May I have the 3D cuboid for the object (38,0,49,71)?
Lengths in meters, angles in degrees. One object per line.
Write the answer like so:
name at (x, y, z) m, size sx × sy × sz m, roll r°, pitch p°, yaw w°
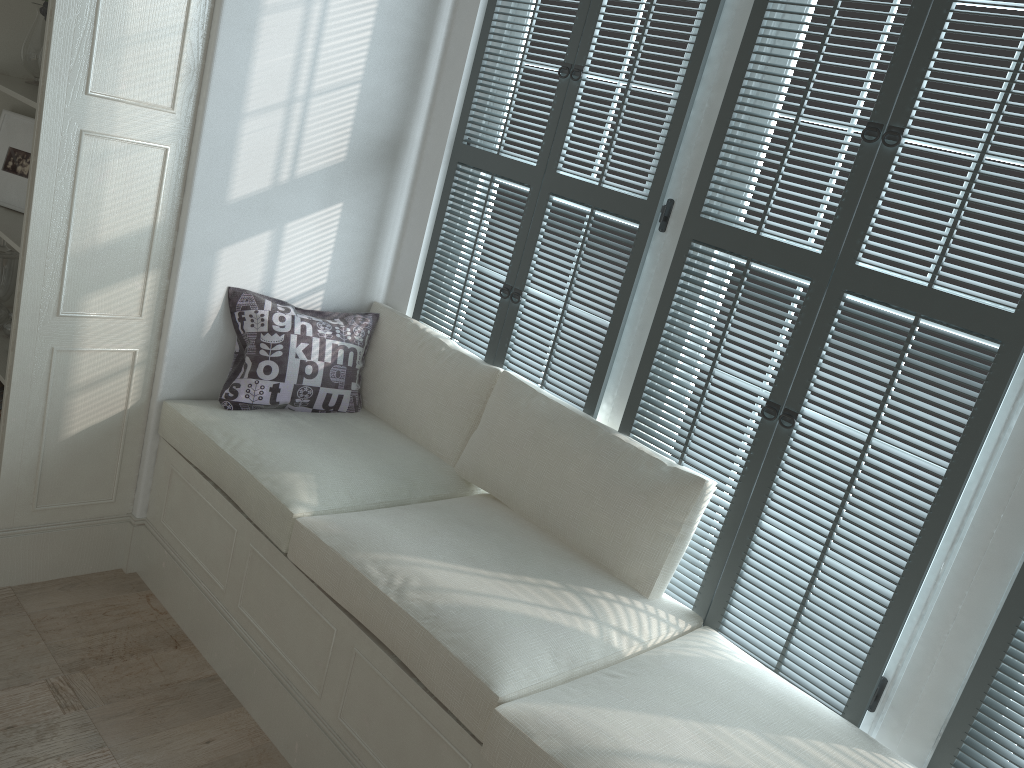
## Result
object at (-1.425, -1.101, 2.802) m, size 0.166 × 0.355 × 0.206 m, roll 13°, pitch 16°, yaw -9°

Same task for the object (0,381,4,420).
object at (-1.677, 0.101, 2.955) m, size 0.290 × 0.297 × 0.475 m, roll -1°, pitch 23°, yaw -46°

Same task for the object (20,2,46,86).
object at (-1.543, -1.107, 2.904) m, size 0.110 × 0.251 × 0.110 m, roll 19°, pitch 16°, yaw 13°

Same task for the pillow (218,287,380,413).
pillow at (-0.679, -0.075, 2.900) m, size 0.550 × 0.398 × 0.229 m, roll 5°, pitch 19°, yaw -35°

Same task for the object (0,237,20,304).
object at (-1.795, -0.394, 3.108) m, size 0.129 × 0.315 × 0.129 m, roll 1°, pitch 21°, yaw -42°

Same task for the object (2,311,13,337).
object at (-1.677, -0.201, 2.975) m, size 0.056 × 0.090 × 0.056 m, roll 11°, pitch 16°, yaw -17°

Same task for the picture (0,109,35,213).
picture at (-1.632, -0.737, 2.956) m, size 0.231 × 0.300 × 0.127 m, roll 19°, pitch 16°, yaw 11°

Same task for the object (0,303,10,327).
object at (-1.768, -0.288, 2.985) m, size 0.148 × 0.200 × 0.148 m, roll 18°, pitch 16°, yaw 9°

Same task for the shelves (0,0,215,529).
shelves at (-1.365, -0.919, 2.690) m, size 0.399 × 2.523 × 0.972 m, roll -1°, pitch 23°, yaw -46°

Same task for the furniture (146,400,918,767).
furniture at (0.204, 0.794, 2.064) m, size 0.837 × 0.459 × 3.150 m, roll -1°, pitch 23°, yaw -46°

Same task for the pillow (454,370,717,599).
pillow at (0.171, 0.264, 2.506) m, size 0.193 × 0.360 × 0.787 m, roll -1°, pitch 22°, yaw -46°

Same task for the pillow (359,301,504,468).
pillow at (-0.320, -0.003, 2.977) m, size 0.187 × 0.360 × 0.695 m, roll -1°, pitch 22°, yaw -46°

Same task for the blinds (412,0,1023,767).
blinds at (0.811, -0.287, 2.053) m, size 0.141 × 2.238 × 3.076 m, roll -1°, pitch 23°, yaw -46°
